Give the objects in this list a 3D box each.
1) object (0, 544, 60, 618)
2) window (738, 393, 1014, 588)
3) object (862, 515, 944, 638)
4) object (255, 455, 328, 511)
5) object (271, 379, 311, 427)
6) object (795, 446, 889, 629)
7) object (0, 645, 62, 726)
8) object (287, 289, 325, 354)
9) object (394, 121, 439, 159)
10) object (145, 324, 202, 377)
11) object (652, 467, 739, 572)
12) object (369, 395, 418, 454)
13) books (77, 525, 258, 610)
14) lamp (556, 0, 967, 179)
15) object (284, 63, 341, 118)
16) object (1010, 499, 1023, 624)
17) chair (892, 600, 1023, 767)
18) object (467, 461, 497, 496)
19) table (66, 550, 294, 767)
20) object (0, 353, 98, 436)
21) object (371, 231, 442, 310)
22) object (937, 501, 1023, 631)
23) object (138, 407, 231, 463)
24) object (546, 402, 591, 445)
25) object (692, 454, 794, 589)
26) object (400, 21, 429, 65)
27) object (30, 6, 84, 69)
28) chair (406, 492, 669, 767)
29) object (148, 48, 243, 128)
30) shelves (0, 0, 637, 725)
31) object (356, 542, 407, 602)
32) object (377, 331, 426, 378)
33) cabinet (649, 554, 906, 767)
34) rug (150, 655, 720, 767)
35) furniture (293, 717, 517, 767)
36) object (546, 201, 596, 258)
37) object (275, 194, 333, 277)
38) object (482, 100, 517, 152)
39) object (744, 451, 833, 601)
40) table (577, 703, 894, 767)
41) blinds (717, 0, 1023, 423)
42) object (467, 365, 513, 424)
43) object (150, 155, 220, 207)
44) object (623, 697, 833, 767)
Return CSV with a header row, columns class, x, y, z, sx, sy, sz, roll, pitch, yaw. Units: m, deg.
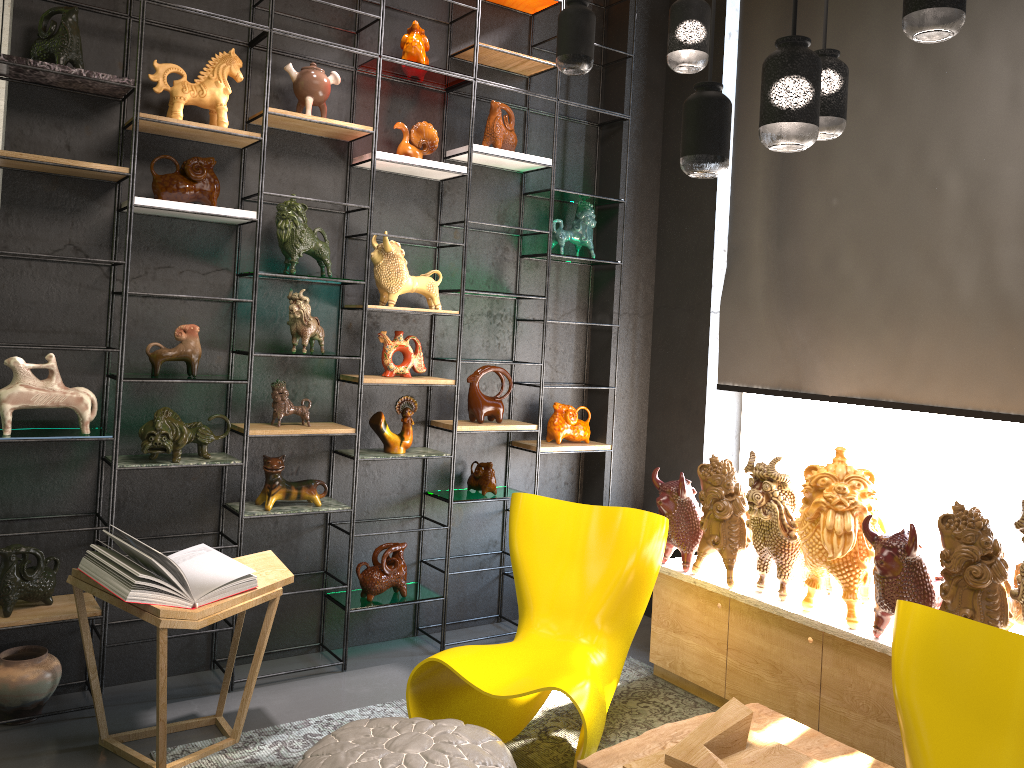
class,x,y,z,sx,sy,sz,roll,pitch,yaw
object,-1.824,0.722,3.337,0.126,0.250,0.253,3,1,26
window,1.965,-0.712,3.901,0.051,3.169,2.313,4,0,-34
object,1.437,0.684,3.121,0.462,0.441,0.220,2,0,-29
object,-0.947,0.422,3.875,0.309,0.236,0.156,2,1,-31
object,-0.971,0.085,3.894,0.183,0.210,0.096,3,0,-31
object,1.286,0.559,3.362,0.468,0.655,0.308,3,0,-29
object,-1.835,1.126,3.309,0.265,0.239,0.266,2,2,-34
object,-0.911,-0.273,3.872,0.131,0.280,0.207,3,1,14
object,-0.454,-1.153,4.204,0.233,0.210,0.107,3,0,-17
object,-1.372,-0.137,3.598,0.119,0.220,0.212,3,1,40
object,0.836,0.601,4.007,0.462,0.441,0.220,2,0,-29
object,-0.548,0.188,4.163,0.226,0.271,0.123,3,0,-34
books,-1.210,0.633,3.130,0.401,0.233,0.481,5,3,43
lamp,-0.268,-1.671,1.603,2.677,2.273,2.844,3,2,10
object,-0.884,-1.286,3.904,0.164,0.267,0.237,3,1,27
object,1.717,0.654,2.746,0.429,0.580,0.272,3,0,-41
chair,1.066,1.031,2.016,1.067,0.897,0.659,2,1,-39
object,-0.153,0.466,4.467,0.105,0.168,0.211,3,1,-35
table,-1.153,0.982,3.125,0.732,0.619,0.497,2,1,-33
object,-1.751,0.035,3.343,0.341,0.304,0.165,2,0,-29
object,-0.499,-0.526,4.167,0.368,0.352,0.175,2,0,-29
object,1.617,0.664,2.945,0.474,0.546,0.249,3,0,-26
object,-1.358,0.199,3.600,0.192,0.221,0.402,4,2,25
object,0.312,0.209,4.750,0.277,0.222,0.139,2,1,-34
object,1.015,0.581,3.831,0.474,0.546,0.249,3,0,-26
object,-0.466,-1.601,4.254,0.138,0.222,0.278,3,2,-4
object,-1.747,-1.306,3.385,0.254,0.250,0.126,4,0,31
chair,0.176,0.907,3.344,0.659,0.897,1.068,3,1,26
object,-1.294,-1.227,3.634,0.375,0.363,0.170,2,0,-39
shelves,-0.708,-0.695,4.052,2.987,3.910,0.275,3,-1,-34
object,-0.608,0.872,4.120,0.253,0.250,0.126,2,0,-34
object,-0.521,-0.140,4.194,0.267,0.223,0.060,2,0,-34
cabinet,1.536,1.182,3.007,0.403,0.530,2.737,3,3,-34
rug,0.649,1.440,2.207,2.186,0.010,3.606,1,4,-34
furniture,-0.302,1.180,2.466,0.678,0.383,0.681,2,3,-34
object,0.329,-0.840,4.753,0.289,0.332,0.152,2,0,-42
object,-0.918,-0.649,3.886,0.255,0.356,0.167,3,0,-29
object,-0.051,-1.280,4.471,0.126,0.250,0.253,3,1,26
object,1.115,0.570,3.633,0.429,0.580,0.272,3,0,-41
table,0.679,1.273,2.555,0.827,0.309,0.696,1,3,-34
blinds,-0.126,-1.020,5.644,3.519,3.307,12.740,3,3,-14
object,-0.125,0.051,4.450,0.248,0.290,0.114,3,0,-34
object,-1.333,-0.832,3.610,0.277,0.222,0.139,2,1,-35
object,0.630,1.047,2.549,0.519,0.136,0.351,1,4,-39
